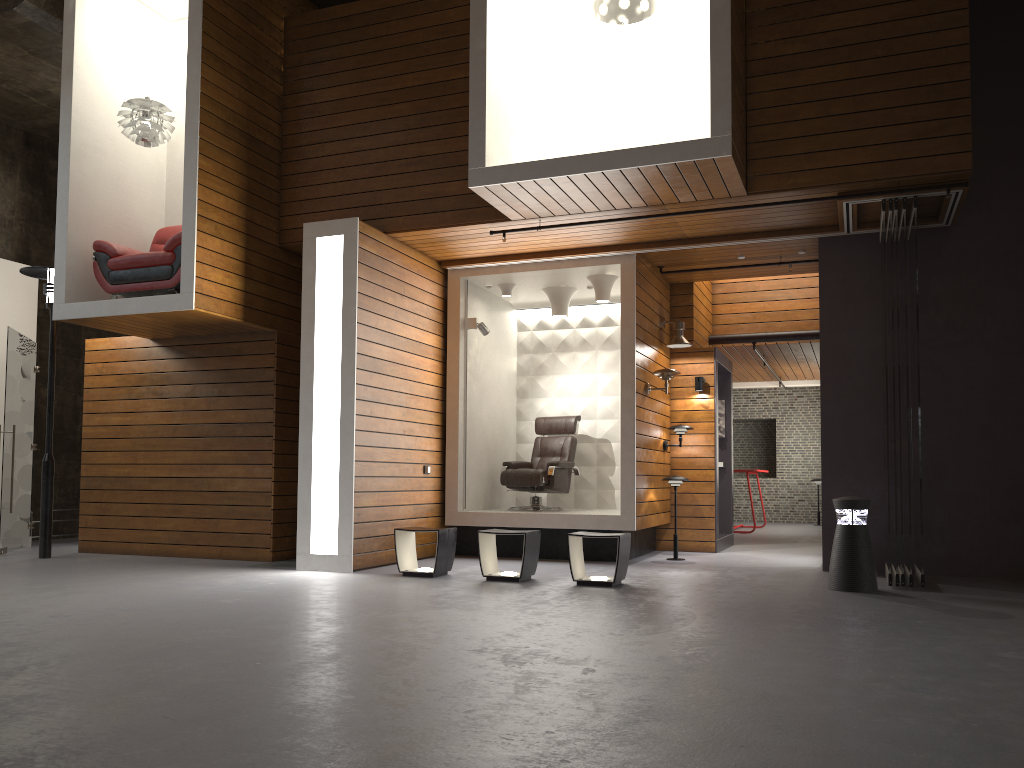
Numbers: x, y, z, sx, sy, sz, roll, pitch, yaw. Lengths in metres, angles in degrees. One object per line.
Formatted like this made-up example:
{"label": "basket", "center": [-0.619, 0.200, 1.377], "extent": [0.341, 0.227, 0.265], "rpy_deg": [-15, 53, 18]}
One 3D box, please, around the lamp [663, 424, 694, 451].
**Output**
{"label": "lamp", "center": [1.832, 0.586, 9.728], "extent": [0.327, 0.296, 0.289], "rpy_deg": [-1, -5, 21]}

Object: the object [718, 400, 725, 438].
{"label": "object", "center": [2.503, 0.445, 11.221], "extent": [0.380, 0.477, 0.048], "rpy_deg": [-1, -4, 21]}

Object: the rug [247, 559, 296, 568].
{"label": "rug", "center": [-1.875, 1.718, 8.643], "extent": [0.540, 0.014, 1.583], "rpy_deg": [-2, -7, 21]}

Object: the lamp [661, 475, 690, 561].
{"label": "lamp", "center": [1.668, 1.358, 9.030], "extent": [0.287, 0.860, 0.288], "rpy_deg": [0, -4, 7]}

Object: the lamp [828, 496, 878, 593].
{"label": "lamp", "center": [2.555, 1.193, 6.653], "extent": [0.348, 0.694, 0.349], "rpy_deg": [-2, -4, 27]}

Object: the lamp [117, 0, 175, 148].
{"label": "lamp", "center": [-3.342, -3.079, 8.153], "extent": [0.512, 1.769, 0.489], "rpy_deg": [1, -4, -15]}

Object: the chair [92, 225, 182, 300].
{"label": "chair", "center": [-3.176, -1.164, 8.371], "extent": [1.200, 0.934, 0.956], "rpy_deg": [-2, -5, 21]}

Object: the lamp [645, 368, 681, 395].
{"label": "lamp", "center": [1.524, -0.025, 8.927], "extent": [0.351, 0.270, 0.289], "rpy_deg": [-2, -5, 21]}

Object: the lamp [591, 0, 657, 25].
{"label": "lamp", "center": [0.919, -3.559, 7.261], "extent": [0.530, 0.984, 0.531], "rpy_deg": [-2, -5, 34]}

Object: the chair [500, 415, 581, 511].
{"label": "chair", "center": [0.325, 0.873, 9.914], "extent": [0.756, 1.068, 0.827], "rpy_deg": [-3, -5, 36]}

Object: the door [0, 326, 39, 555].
{"label": "door", "center": [-5.283, 0.625, 9.513], "extent": [0.146, 2.297, 1.289], "rpy_deg": [1, -4, -16]}

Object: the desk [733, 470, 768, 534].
{"label": "desk", "center": [3.661, 1.894, 14.402], "extent": [0.844, 0.982, 1.722], "rpy_deg": [-1, -6, 21]}

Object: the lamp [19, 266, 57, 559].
{"label": "lamp", "center": [-4.573, 0.318, 8.770], "extent": [0.630, 2.939, 0.631], "rpy_deg": [2, -4, -28]}

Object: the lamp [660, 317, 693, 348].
{"label": "lamp", "center": [1.796, -0.574, 9.659], "extent": [0.346, 0.330, 0.295], "rpy_deg": [-2, -5, 23]}

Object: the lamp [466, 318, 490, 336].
{"label": "lamp", "center": [-0.354, -0.606, 9.366], "extent": [0.249, 0.188, 0.130], "rpy_deg": [1, -4, -10]}

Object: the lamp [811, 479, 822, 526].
{"label": "lamp", "center": [5.602, 2.153, 16.189], "extent": [0.288, 0.860, 0.288], "rpy_deg": [-1, -4, 18]}
